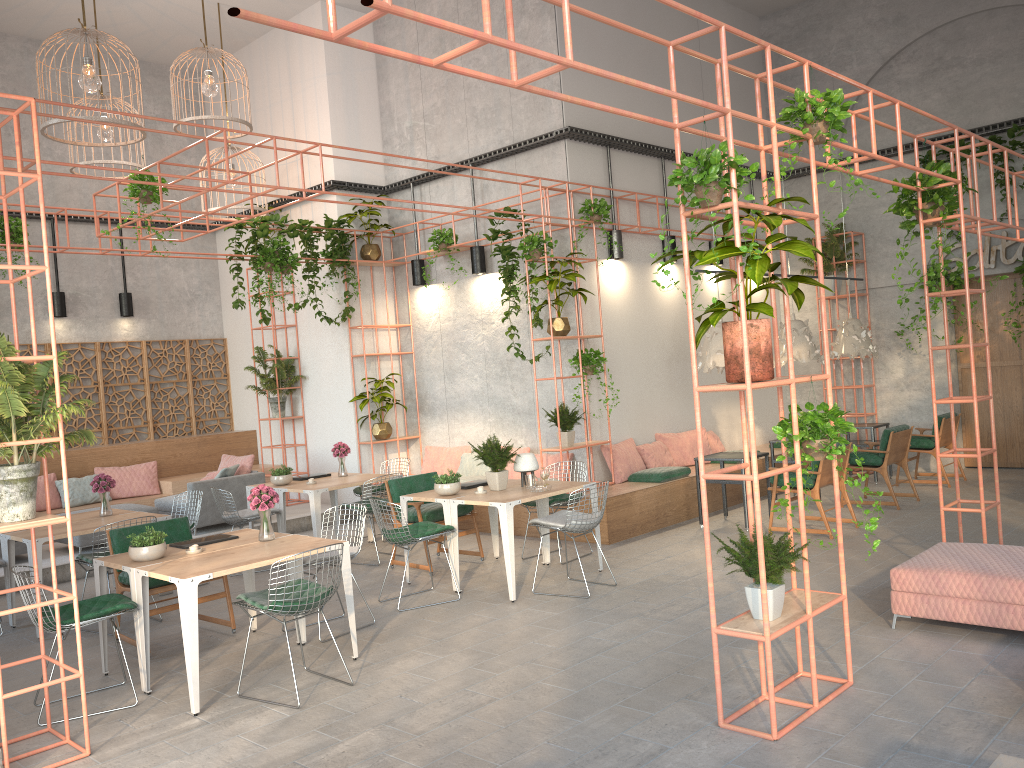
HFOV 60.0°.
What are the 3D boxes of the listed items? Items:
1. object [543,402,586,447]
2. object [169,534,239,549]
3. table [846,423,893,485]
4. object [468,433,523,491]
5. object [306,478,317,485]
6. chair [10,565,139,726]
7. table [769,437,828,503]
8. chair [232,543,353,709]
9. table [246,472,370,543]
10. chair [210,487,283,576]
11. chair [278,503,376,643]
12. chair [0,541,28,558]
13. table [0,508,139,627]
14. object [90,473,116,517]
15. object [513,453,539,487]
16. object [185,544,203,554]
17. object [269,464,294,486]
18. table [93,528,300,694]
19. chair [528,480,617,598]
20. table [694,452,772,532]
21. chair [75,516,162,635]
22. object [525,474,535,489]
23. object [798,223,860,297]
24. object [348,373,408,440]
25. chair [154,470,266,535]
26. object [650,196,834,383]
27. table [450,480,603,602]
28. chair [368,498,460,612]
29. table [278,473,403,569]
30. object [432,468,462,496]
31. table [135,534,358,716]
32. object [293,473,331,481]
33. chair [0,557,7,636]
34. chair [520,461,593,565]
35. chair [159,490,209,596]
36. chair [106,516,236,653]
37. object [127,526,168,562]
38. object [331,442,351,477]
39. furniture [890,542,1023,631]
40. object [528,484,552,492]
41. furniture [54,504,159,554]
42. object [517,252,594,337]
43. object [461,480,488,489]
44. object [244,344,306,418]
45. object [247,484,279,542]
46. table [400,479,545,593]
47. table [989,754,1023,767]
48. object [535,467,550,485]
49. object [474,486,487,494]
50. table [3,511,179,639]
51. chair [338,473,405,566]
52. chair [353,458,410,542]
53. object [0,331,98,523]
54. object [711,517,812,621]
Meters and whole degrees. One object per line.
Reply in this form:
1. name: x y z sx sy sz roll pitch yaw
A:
1. object: 0.591 0.455 10.162 0.438 0.527 0.368 -4 1 44
2. object: -2.293 1.176 6.608 0.268 0.031 0.427 -4 1 44
3. table: 4.923 0.977 12.506 0.635 0.798 0.602 -4 1 44
4. object: -0.165 0.715 8.168 0.438 0.527 0.368 -4 1 44
5. object: -2.247 1.084 9.929 0.115 0.078 0.115 -5 1 -40
6. chair: -2.756 1.586 5.668 0.717 0.941 0.565 -5 1 -30
7. table: 3.709 1.088 11.244 0.635 0.798 0.602 -4 1 44
8. chair: -1.396 1.480 5.647 0.717 0.941 0.565 -4 1 40
9. table: -2.382 1.539 10.439 0.694 0.830 1.205 -4 1 44
10. chair: -2.869 1.542 9.643 0.717 0.941 0.565 -5 1 -30
11. chair: -1.477 1.469 7.009 0.717 0.941 0.565 -5 1 -45
12. chair: -6.127 1.681 10.069 1.056 0.586 1.127 -4 1 44
13. table: -4.274 1.712 8.472 0.694 0.830 1.205 -4 1 44
14. object: -3.908 1.060 8.489 0.213 0.414 0.225 -4 1 36
15. object: 0.135 0.807 8.316 0.241 0.313 0.241 -4 1 -1
16. object: -2.224 1.153 6.200 0.115 0.073 0.115 -4 1 38
17. object: -2.618 1.023 10.062 0.248 0.247 0.254 -4 1 44
18. table: -2.268 1.595 6.464 0.694 0.830 1.205 -4 1 44
19. chair: 0.518 1.305 7.661 0.717 0.941 0.565 -4 1 40
20. table: 2.494 1.199 9.982 0.635 0.798 0.602 -4 1 44
21. chair: -3.401 1.610 7.655 0.717 0.941 0.565 -4 1 40
22. object: 0.170 0.892 8.104 0.095 0.119 0.095 -5 1 -22
23. object: 4.795 -1.870 13.407 0.894 1.101 0.900 -4 1 13
24. object: -1.901 0.323 12.471 0.903 0.919 0.934 -4 1 16
25. chair: -3.978 1.536 11.713 1.127 0.672 1.052 -4 1 44
26. object: 1.187 -0.483 4.559 0.924 0.946 0.923 -4 1 10
27. table: 0.147 1.374 7.997 0.694 0.830 1.214 -4 1 44
28. chair: -0.843 1.410 7.682 0.717 0.941 0.565 -5 1 -30
29. table: -1.879 1.506 9.959 0.694 0.830 1.214 -4 1 44
30. object: -0.591 0.892 8.101 0.248 0.247 0.254 -4 1 44
31. table: -1.765 1.562 5.983 0.694 0.830 1.214 -4 1 44
32. object: -2.407 1.108 10.583 0.268 0.031 0.427 -4 1 44
33. chair: -4.762 1.715 7.676 0.717 0.941 0.565 -5 1 -30
34. chair: 0.436 1.293 9.023 0.717 0.941 0.565 -5 1 -45
35. chair: -3.482 1.598 9.017 0.717 0.941 0.565 -5 1 -45
36. chair: -2.724 1.570 7.041 0.685 0.917 0.722 -4 1 44
37. object: -2.502 1.092 6.088 0.247 0.247 0.252 -4 1 44
38. object: -2.012 0.887 10.460 0.213 0.414 0.225 -4 1 36
39. furniture: 3.197 1.368 5.978 0.941 0.446 0.976 -4 1 44
40. object: 0.247 0.928 7.874 0.218 0.041 0.218 -5 1 -38
41. furniture: -4.971 1.738 10.829 0.941 0.446 0.975 -4 1 44
42. object: 0.494 -1.008 10.012 0.903 0.947 0.934 -4 1 6
43. object: -0.381 0.976 8.622 0.268 0.031 0.427 -4 1 44
44. object: -3.549 -0.044 13.275 0.900 1.097 0.894 -5 1 -17
45. object: -1.803 0.936 6.453 0.213 0.414 0.225 -4 1 36
46. table: -0.356 1.407 8.478 0.694 0.830 1.205 -4 1 44
47. table: 1.627 1.537 2.644 0.520 0.455 0.916 -4 1 44
48. object: 0.292 0.867 8.281 0.165 0.154 0.210 -4 1 34
49. object: -0.285 0.957 8.030 0.115 0.078 0.115 -5 1 -40
50. table: -3.773 1.679 7.993 0.694 0.830 1.214 -4 1 44
51. chair: -1.509 1.437 9.622 0.717 0.941 0.565 -4 1 40
52. chair: -1.590 1.425 10.984 0.717 0.941 0.565 -5 1 -45
53. object: -2.772 0.197 4.844 0.900 1.100 0.894 -5 1 -17
54. object: 1.312 0.976 4.691 0.438 0.527 0.368 -4 1 44
